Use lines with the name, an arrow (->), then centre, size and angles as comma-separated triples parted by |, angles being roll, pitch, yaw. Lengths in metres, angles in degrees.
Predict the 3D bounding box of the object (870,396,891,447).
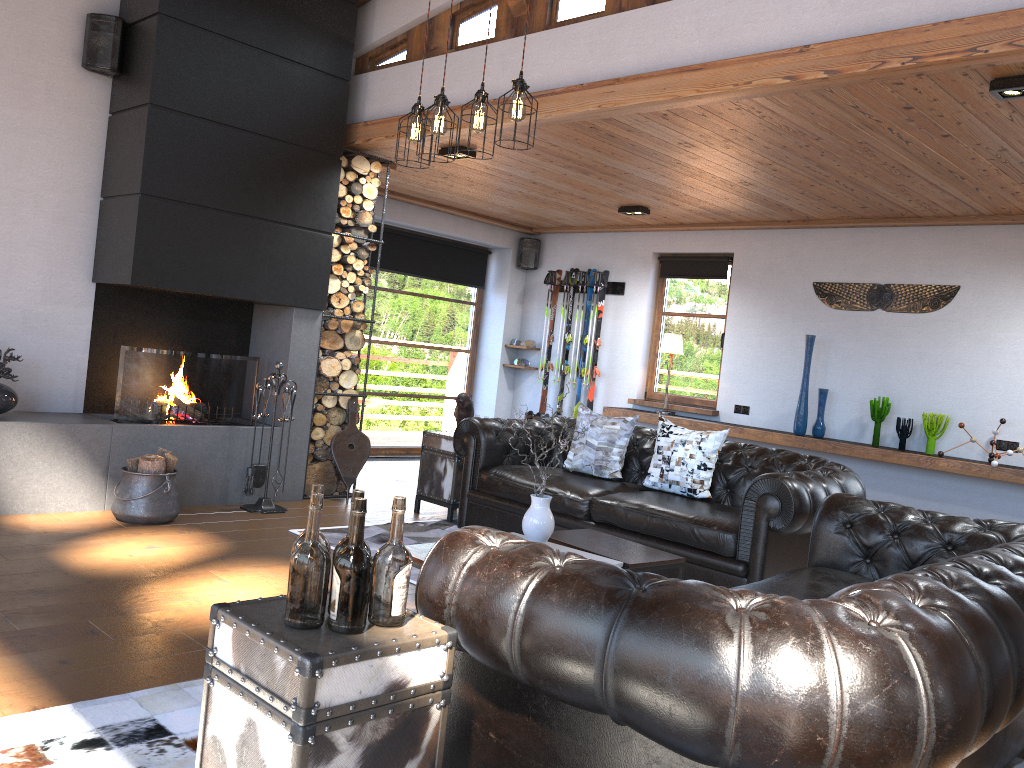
object -> 2.991, 0.306, 7.240 | 0.158, 0.410, 0.147 | 7, 1, 13

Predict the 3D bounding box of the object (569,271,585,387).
object -> 0.647, -0.588, 9.446 | 0.121, 1.249, 0.059 | 6, 1, 1

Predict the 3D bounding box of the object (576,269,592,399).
object -> 0.758, -0.442, 9.603 | 0.072, 1.621, 0.112 | 7, 1, 44

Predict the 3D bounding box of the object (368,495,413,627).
object -> -0.268, 0.394, 1.993 | 0.087, 0.286, 0.088 | 7, 1, 21

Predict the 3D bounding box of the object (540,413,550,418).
object -> 0.338, 0.453, 9.670 | 0.254, 0.270, 0.115 | 5, 2, -41

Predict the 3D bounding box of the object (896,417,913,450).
object -> 3.153, 0.402, 7.144 | 0.129, 0.260, 0.124 | 7, 1, 14

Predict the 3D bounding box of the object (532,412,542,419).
object -> 0.251, 0.441, 9.755 | 0.254, 0.270, 0.115 | 5, 2, -41

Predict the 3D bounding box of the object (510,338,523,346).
object -> 0.066, -0.478, 10.223 | 0.187, 0.084, 0.161 | 8, 2, 43

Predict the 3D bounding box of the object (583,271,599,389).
object -> 0.787, -0.567, 9.291 | 0.120, 1.249, 0.059 | 6, 1, 11

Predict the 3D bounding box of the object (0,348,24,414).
object -> -3.072, -0.039, 5.187 | 0.344, 0.455, 0.331 | 6, 1, -20

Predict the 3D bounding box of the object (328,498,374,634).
object -> -0.343, 0.389, 1.921 | 0.087, 0.286, 0.087 | 6, 1, -6

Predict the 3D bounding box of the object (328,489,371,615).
object -> -0.363, 0.383, 2.016 | 0.087, 0.286, 0.088 | 7, 1, 22

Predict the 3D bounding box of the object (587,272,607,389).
object -> 0.890, -0.557, 9.318 | 0.121, 1.249, 0.059 | 6, 1, 6

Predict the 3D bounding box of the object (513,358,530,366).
object -> 0.099, -0.252, 10.171 | 0.189, 0.084, 0.350 | 6, 2, -10

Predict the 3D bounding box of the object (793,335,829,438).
object -> 2.582, 0.020, 7.568 | 0.274, 0.862, 0.111 | 6, 1, -1

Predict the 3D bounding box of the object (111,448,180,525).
object -> -2.194, 0.612, 5.351 | 0.387, 0.431, 0.381 | 6, 1, -20

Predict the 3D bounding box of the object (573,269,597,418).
object -> 0.803, -0.435, 9.544 | 0.072, 1.621, 0.112 | 7, 1, 44

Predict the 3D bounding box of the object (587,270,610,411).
object -> 0.925, -0.398, 9.345 | 0.094, 1.606, 0.116 | 7, 1, 44

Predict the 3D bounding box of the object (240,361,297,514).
object -> -1.631, 0.352, 6.023 | 0.308, 1.017, 0.308 | 6, 1, -1

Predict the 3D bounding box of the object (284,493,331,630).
object -> -0.435, 0.378, 1.919 | 0.088, 0.286, 0.086 | 6, 1, -33

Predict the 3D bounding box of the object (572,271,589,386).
object -> 0.702, -0.583, 9.484 | 0.120, 1.249, 0.059 | 7, 1, 26

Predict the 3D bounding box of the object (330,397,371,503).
object -> -1.232, 0.490, 6.727 | 0.261, 0.795, 0.270 | 7, 1, 27

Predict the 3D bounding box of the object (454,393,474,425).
object -> -0.351, 0.220, 6.493 | 0.150, 0.319, 0.248 | 6, 1, -5

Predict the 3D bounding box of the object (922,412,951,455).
object -> 3.323, 0.391, 7.001 | 0.182, 0.332, 0.199 | 6, 1, 4

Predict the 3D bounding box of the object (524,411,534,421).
object -> 0.170, 0.429, 9.838 | 0.115, 0.270, 0.254 | 7, 2, 34

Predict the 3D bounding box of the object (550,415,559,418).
object -> 0.434, 0.466, 9.598 | 0.254, 0.270, 0.115 | 5, 2, -41

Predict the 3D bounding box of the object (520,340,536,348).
object -> 0.192, -0.460, 10.101 | 0.158, 0.084, 0.192 | 8, 2, 43

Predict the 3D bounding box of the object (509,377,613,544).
object -> 0.161, 0.360, 3.986 | 0.410, 0.808, 0.613 | 5, 2, -35

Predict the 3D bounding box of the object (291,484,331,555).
object -> -0.459, 0.372, 2.033 | 0.088, 0.286, 0.086 | 6, 1, -36

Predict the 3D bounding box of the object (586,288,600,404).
object -> 0.863, -0.393, 9.420 | 0.094, 1.606, 0.116 | 7, 1, 44

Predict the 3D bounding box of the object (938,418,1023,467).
object -> 3.625, 0.427, 6.596 | 0.525, 0.349, 0.642 | 6, 2, -19
